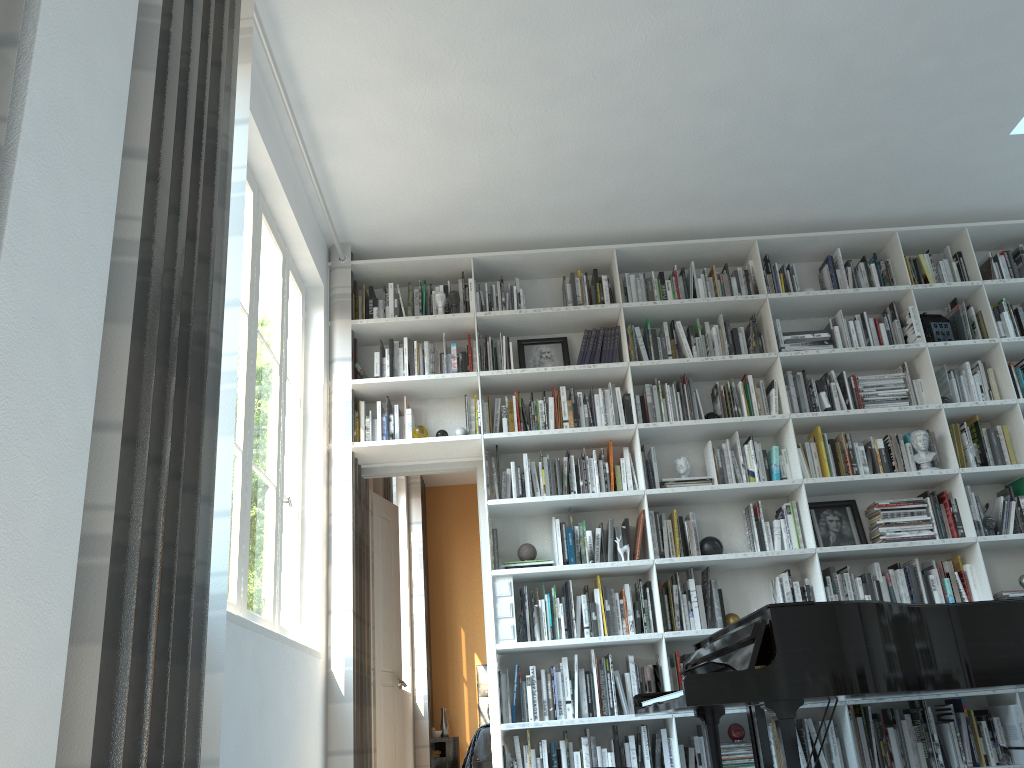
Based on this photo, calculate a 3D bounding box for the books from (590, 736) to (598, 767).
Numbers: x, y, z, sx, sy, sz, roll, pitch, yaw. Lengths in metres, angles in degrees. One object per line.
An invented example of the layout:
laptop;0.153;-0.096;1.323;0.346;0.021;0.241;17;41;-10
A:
books;0.406;1.882;4.379;0.025;0.265;0.160;-4;-21;-1

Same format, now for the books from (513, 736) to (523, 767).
books;0.040;1.895;4.382;0.044;0.292;0.182;-4;-21;-1

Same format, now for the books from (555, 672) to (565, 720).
books;0.240;1.586;4.500;0.028;0.228;0.158;-4;-21;-1

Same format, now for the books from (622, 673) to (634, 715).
books;0.592;1.584;4.523;0.030;0.202;0.142;-4;-21;-1

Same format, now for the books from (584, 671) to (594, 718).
books;0.388;1.583;4.513;0.028;0.224;0.135;-4;-21;-1

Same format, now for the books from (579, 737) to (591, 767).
books;0.364;1.884;4.378;0.031;0.265;0.187;-4;-21;-1

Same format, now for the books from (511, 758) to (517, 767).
books;0.014;1.939;4.349;0.029;0.189;0.177;-4;-22;-1

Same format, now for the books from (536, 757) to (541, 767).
books;0.133;1.941;4.370;0.022;0.185;0.146;-4;-21;-1

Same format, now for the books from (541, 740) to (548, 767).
books;0.166;1.897;4.373;0.023;0.265;0.178;-4;-21;-1

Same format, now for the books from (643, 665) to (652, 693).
books;0.683;1.550;4.490;0.023;0.227;0.191;-4;-22;-1

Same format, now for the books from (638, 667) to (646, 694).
books;0.657;1.568;4.529;0.030;0.226;0.141;-4;-21;-1

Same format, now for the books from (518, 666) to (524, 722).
books;0.046;1.582;4.515;0.010;0.272;0.150;-4;-21;-1

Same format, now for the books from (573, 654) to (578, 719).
books;0.322;1.542;4.510;0.039;0.306;0.173;-4;-21;-1

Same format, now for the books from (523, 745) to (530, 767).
books;0.076;1.917;4.381;0.024;0.245;0.143;-4;-21;-1

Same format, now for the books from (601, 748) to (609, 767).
books;0.456;1.906;4.368;0.028;0.205;0.172;-4;-22;-1

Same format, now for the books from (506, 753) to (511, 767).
books;-0.013;1.939;4.378;0.023;0.215;0.159;-4;-21;-1

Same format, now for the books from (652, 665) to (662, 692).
books;0.736;1.556;4.517;0.030;0.229;0.152;-4;-21;-1

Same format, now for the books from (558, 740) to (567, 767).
books;0.257;1.901;4.387;0.027;0.255;0.161;-4;-21;-1

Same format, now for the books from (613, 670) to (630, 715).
books;0.548;1.574;4.508;0.059;0.215;0.178;-4;-22;-1

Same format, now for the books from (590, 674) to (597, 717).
books;0.410;1.588;4.510;0.013;0.208;0.155;-4;-21;-1

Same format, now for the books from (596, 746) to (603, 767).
books;0.431;1.902;4.370;0.021;0.217;0.191;-4;-22;-1

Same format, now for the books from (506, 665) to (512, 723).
books;-0.016;1.574;4.488;0.011;0.276;0.190;-4;-21;-1

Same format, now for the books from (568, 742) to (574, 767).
books;0.295;1.906;4.392;0.022;0.245;0.135;-4;-21;-1

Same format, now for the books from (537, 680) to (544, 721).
books;0.142;1.613;4.510;0.025;0.199;0.137;-4;-21;-1

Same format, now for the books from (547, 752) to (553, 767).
books;0.190;1.930;4.377;0.022;0.205;0.159;-4;-21;-1

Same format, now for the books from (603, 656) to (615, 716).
books;0.492;1.544;4.523;0.022;0.289;0.138;-4;-21;-1

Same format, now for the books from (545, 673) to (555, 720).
books;0.189;1.588;4.488;0.028;0.222;0.189;-4;-22;-1

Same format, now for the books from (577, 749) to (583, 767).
books;0.344;1.921;4.391;0.014;0.210;0.146;-4;-21;-1

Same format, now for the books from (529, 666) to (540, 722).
books;0.113;1.576;4.501;0.029;0.265;0.172;-4;-21;-1

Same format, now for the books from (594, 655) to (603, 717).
books;0.433;1.542;4.514;0.012;0.294;0.177;-4;-21;-1

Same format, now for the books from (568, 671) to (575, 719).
books;0.299;1.586;4.515;0.012;0.231;0.149;-4;-21;-1

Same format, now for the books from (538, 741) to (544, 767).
books;0.148;1.898;4.366;0.013;0.260;0.174;-4;-21;-1

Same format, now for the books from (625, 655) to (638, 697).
books;0.616;1.540;4.531;0.025;0.286;0.131;-4;-21;-1

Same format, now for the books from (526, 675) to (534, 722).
books;0.089;1.596;4.487;0.022;0.219;0.188;-4;-22;-1

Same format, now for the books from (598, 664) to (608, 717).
books;0.454;1.566;4.524;0.029;0.253;0.153;-4;-21;-1

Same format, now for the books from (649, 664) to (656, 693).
books;0.708;1.559;4.526;0.026;0.235;0.141;-4;-21;-1

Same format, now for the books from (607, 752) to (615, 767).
books;0.486;1.910;4.359;0.031;0.187;0.190;-4;-22;-1

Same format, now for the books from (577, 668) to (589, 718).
books;0.359;1.580;4.518;0.031;0.238;0.132;-4;-21;-1

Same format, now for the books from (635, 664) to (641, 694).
books;0.636;1.551;4.498;0.011;0.238;0.175;-4;-21;-1

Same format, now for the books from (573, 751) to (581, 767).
books;0.322;1.916;4.361;0.030;0.201;0.169;-4;-22;-1

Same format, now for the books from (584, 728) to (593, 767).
books;0.385;1.872;4.402;0.014;0.303;0.140;-4;-21;-1

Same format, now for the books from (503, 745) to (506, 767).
books;-0.032;1.923;4.384;0.012;0.253;0.161;-4;-21;-1

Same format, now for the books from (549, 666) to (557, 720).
books;0.209;1.572;4.496;0.013;0.256;0.190;-4;-21;-1

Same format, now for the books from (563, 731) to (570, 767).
books;0.275;1.874;4.382;0.013;0.299;0.184;-4;-21;-1

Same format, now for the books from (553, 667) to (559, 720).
books;0.220;1.571;4.491;0.010;0.251;0.178;-4;-21;-1

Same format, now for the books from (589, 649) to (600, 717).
books;0.419;1.526;4.512;0.014;0.324;0.171;-4;-21;-1

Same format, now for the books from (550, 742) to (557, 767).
books;0.210;1.908;4.390;0.022;0.251;0.140;-4;-21;-1

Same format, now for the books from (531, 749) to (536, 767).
books;0.110;1.921;4.370;0.022;0.225;0.155;-4;-21;-1

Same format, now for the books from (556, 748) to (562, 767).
books;0.234;1.917;4.375;0.022;0.220;0.164;-4;-21;-1

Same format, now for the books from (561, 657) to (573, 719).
books;0.278;1.555;4.524;0.027;0.298;0.143;-4;-21;-1

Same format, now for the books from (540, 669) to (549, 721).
books;0.164;1.591;4.523;0.022;0.247;0.134;-4;-21;-1

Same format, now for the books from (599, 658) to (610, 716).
books;0.474;1.552;4.533;0.013;0.283;0.139;-4;-21;-1

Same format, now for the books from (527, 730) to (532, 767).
books;0.091;1.882;4.392;0.011;0.317;0.158;-4;-21;-1

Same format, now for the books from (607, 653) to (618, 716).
books;0.509;1.536;4.520;0.013;0.299;0.173;-4;-21;-1

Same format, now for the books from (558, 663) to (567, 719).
books;0.259;1.571;4.526;0.013;0.272;0.146;-4;-21;-1

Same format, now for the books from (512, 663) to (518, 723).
books;0.015;1.572;4.498;0.052;0.282;0.173;-4;-21;-1

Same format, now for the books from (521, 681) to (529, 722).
books;0.066;1.617;4.503;0.024;0.197;0.149;-4;-21;-1
